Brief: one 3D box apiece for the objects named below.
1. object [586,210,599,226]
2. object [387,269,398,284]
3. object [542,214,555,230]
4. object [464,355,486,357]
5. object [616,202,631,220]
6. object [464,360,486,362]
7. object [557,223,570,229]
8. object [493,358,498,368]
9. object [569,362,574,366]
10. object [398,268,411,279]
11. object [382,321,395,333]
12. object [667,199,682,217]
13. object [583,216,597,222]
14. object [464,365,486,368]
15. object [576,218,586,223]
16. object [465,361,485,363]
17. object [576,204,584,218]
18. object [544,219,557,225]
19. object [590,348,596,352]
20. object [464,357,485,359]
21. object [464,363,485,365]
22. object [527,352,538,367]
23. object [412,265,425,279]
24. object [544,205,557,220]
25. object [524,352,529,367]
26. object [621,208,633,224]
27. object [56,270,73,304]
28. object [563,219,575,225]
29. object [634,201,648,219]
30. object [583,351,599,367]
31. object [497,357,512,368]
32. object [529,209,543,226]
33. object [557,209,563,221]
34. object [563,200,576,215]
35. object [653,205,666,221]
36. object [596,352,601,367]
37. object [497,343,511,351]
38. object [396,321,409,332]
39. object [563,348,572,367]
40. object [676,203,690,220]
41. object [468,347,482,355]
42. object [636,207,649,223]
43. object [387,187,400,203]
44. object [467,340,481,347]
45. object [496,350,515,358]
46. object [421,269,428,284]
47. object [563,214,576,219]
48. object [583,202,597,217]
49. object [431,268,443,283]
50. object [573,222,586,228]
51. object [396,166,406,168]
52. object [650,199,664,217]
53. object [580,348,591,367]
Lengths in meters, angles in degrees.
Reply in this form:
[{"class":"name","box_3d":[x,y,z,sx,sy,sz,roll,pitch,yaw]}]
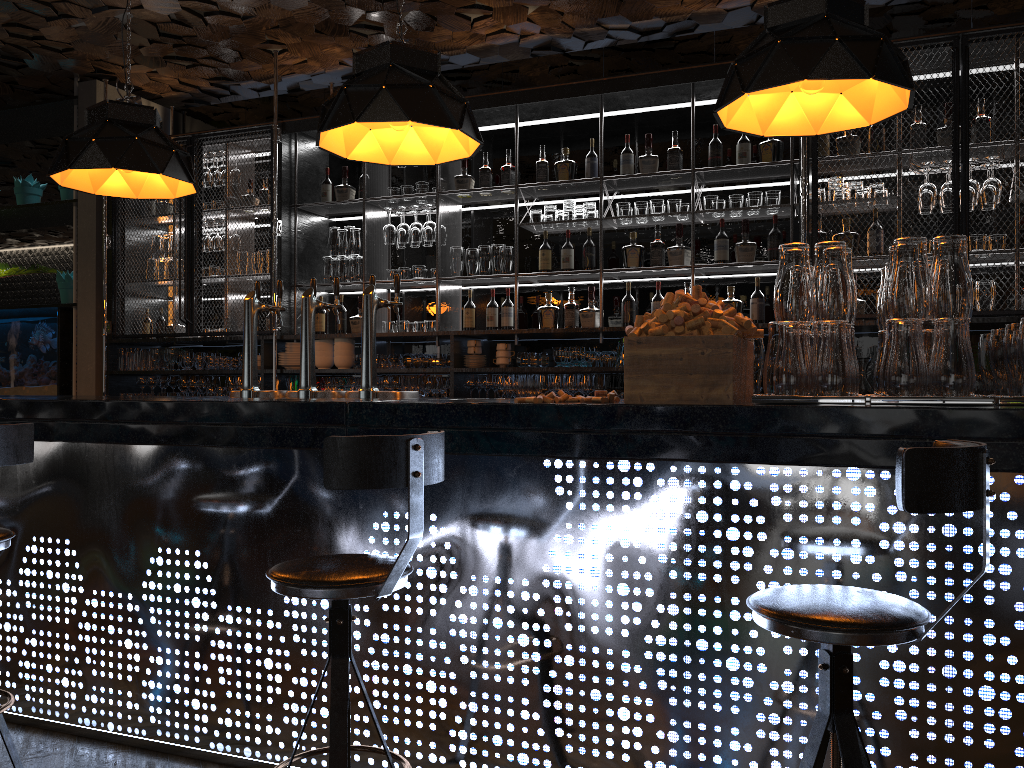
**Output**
[{"class":"object","box_3d":[0.522,-1.076,5.747,0.089,0.092,0.089,0,0,11]},{"class":"object","box_3d":[-0.832,-0.752,6.206,0.089,0.092,0.089,0,0,0]},{"class":"object","box_3d":[0.239,-1.076,5.883,0.089,0.092,0.089,0,0,-6]},{"class":"object","box_3d":[-0.244,-0.178,5.827,0.149,0.026,0.148,0,0,29]},{"class":"object","box_3d":[0.694,-1.077,5.527,0.089,0.092,0.089,0,0,-6]},{"class":"object","box_3d":[-0.242,-0.147,5.826,0.149,0.024,0.149,0,0,21]},{"class":"object","box_3d":[0.336,-1.076,5.831,0.089,0.092,0.089,0,0,-43]},{"class":"object","box_3d":[-0.065,-0.137,5.839,0.106,0.067,0.094,0,0,-16]},{"class":"object","box_3d":[0.388,-0.165,5.771,0.100,0.125,0.100,0,0,35]},{"class":"object","box_3d":[-0.741,-0.752,6.123,0.089,0.092,0.089,0,0,0]},{"class":"object","box_3d":[-0.855,-0.386,6.143,0.089,0.092,0.089,0,0,-6]},{"class":"object","box_3d":[0.994,-1.077,5.431,0.089,0.092,0.089,0,0,-24]},{"class":"object","box_3d":[0.492,-1.077,5.609,0.089,0.092,0.089,0,0,-43]},{"class":"object","box_3d":[-0.242,-0.113,5.827,0.149,0.022,0.149,0,0,-9]},{"class":"object","box_3d":[0.443,-1.098,5.815,0.089,0.092,0.089,0,0,-43]},{"class":"object","box_3d":[-0.242,-0.135,5.827,0.149,0.023,0.149,0,0,6]},{"class":"object","box_3d":[0.443,-1.124,5.816,0.089,0.092,0.089,0,0,-43]},{"class":"object","box_3d":[0.248,-1.077,5.697,0.089,0.092,0.089,0,0,-6]},{"class":"object","box_3d":[0.493,-0.165,5.729,0.108,0.126,0.108,0,0,-7]},{"class":"object","box_3d":[-0.243,-0.167,5.826,0.149,0.025,0.149,0,0,-16]},{"class":"object","box_3d":[-0.242,-0.123,5.826,0.149,0.023,0.149,0,0,-9]},{"class":"object","box_3d":[0.130,-0.152,5.619,0.058,0.099,0.067,0,0,-33]},{"class":"object","box_3d":[-0.631,-0.752,6.013,0.089,0.092,0.089,0,0,6]},{"class":"object","box_3d":[0.248,-1.097,5.697,0.089,0.092,0.089,0,0,-26]},{"class":"object","box_3d":[0.083,-0.152,5.669,0.067,0.099,0.058,0,0,-9]},{"class":"object","box_3d":[0.734,-1.076,5.687,0.089,0.092,0.089,0,0,-26]},{"class":"object","box_3d":[-3.573,-0.779,7.211,0.265,0.325,0.245,0,0,15]},{"class":"object","box_3d":[0.369,-1.077,5.690,0.089,0.092,0.089,0,0,11]},{"class":"object","box_3d":[0.801,-1.077,5.497,0.089,0.092,0.089,0,0,-15]},{"class":"object","box_3d":[0.485,-0.152,5.448,0.098,0.097,0.098,0,0,1]},{"class":"object","box_3d":[-0.047,-0.137,5.732,0.106,0.067,0.094,0,0,10]},{"class":"object","box_3d":[0.156,-1.077,5.740,0.089,0.092,0.089,0,0,-43]},{"class":"object","box_3d":[0.336,-1.096,5.832,0.089,0.092,0.089,0,0,-43]},{"class":"object","box_3d":[0.369,-1.125,5.690,0.089,0.092,0.089,0,0,17]},{"class":"object","box_3d":[0.922,-1.077,5.577,0.089,0.092,0.089,0,0,21]},{"class":"object","box_3d":[0.525,-0.151,5.542,0.098,0.097,0.098,0,0,-30]},{"class":"object","box_3d":[-0.055,-0.227,5.728,0.094,0.068,0.106,0,0,22]},{"class":"object","box_3d":[-0.749,-0.386,6.086,0.089,0.092,0.089,0,0,-15]},{"class":"object","box_3d":[0.346,-0.165,5.660,0.100,0.125,0.100,0,0,-21]},{"class":"object","box_3d":[1.068,-1.077,5.551,0.089,0.092,0.089,0,0,-4]},{"class":"object","box_3d":[-0.241,-0.210,5.824,0.094,0.070,0.107,0,0,-38]},{"class":"object","box_3d":[0.829,-1.076,5.656,0.089,0.092,0.089,0,0,-29]},{"class":"object","box_3d":[-0.829,-1.320,6.203,0.089,0.092,0.089,0,0,-10]},{"class":"object","box_3d":[-0.251,-0.254,5.828,0.094,0.069,0.106,0,0,28]},{"class":"object","box_3d":[-0.048,-0.182,5.736,0.106,0.069,0.094,0,0,-27]},{"class":"object","box_3d":[-0.635,-0.751,6.201,0.089,0.092,0.089,0,0,-36]},{"class":"object","box_3d":[0.369,-1.099,5.690,0.089,0.092,0.089,0,0,11]},{"class":"object","box_3d":[0.492,-1.097,5.609,0.089,0.092,0.089,0,0,12]},{"class":"object","box_3d":[-0.521,-0.751,6.163,0.089,0.092,0.089,0,0,6]},{"class":"object","box_3d":[0.443,-1.076,5.815,0.089,0.092,0.089,0,0,-43]},{"class":"object","box_3d":[-0.782,-1.660,6.267,0.092,0.244,0.092,0,0,-18]},{"class":"object","box_3d":[0.889,-1.077,5.436,0.089,0.092,0.089,0,0,-15]},{"class":"object","box_3d":[0.449,-0.166,5.614,0.108,0.126,0.108,0,0,17]}]
